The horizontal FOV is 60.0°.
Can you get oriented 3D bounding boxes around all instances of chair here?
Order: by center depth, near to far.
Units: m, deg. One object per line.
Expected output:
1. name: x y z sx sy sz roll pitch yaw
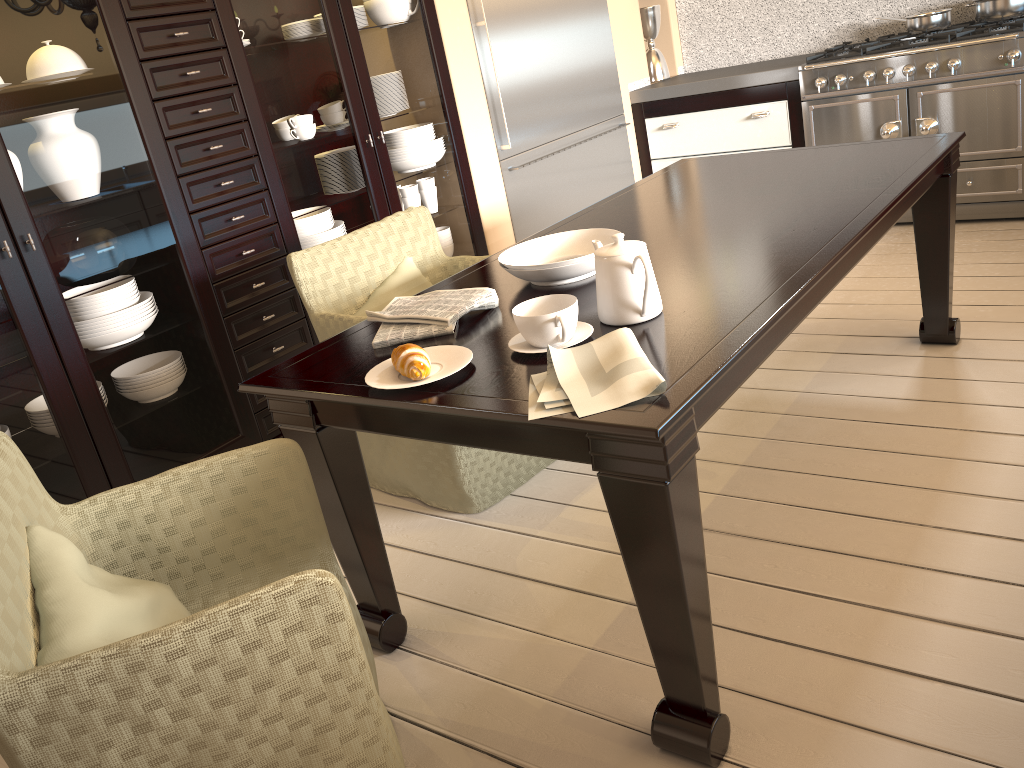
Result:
1. chair: -0.481 0.441 1.402 0.563 0.792 0.569 -17 20 -13
2. chair: -0.198 -0.071 2.561 0.562 0.792 0.569 7 27 43

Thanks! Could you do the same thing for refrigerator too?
1. refrigerator: -0.033 -1.432 4.305 0.742 1.714 1.115 3 25 37

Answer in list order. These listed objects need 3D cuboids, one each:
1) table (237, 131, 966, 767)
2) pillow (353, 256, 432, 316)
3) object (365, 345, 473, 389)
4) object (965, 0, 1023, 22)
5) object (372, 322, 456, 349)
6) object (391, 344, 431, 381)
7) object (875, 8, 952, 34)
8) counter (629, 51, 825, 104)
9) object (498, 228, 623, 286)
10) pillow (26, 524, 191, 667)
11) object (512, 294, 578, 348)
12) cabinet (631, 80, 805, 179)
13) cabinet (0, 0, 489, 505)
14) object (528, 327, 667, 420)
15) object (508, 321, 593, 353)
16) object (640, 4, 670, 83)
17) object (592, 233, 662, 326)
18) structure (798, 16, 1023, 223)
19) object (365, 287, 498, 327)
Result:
1. table: 0.464 -0.073 2.270 0.919 0.646 2.012 4 26 37
2. pillow: -0.294 -0.205 2.599 0.192 0.291 0.445 3 25 37
3. object: -0.163 -0.026 1.565 0.194 0.014 0.197 -6 22 15
4. object: 2.165 -1.683 3.882 0.265 0.144 0.268 -13 20 -2
5. object: -0.194 -0.132 1.855 0.164 0.026 0.234 -10 21 5
6. object: -0.177 -0.043 1.552 0.062 0.051 0.139 -24 24 -29
7. object: 1.899 -1.703 4.157 0.198 0.089 0.374 -15 21 -7
8. counter: 1.145 -1.590 4.587 0.897 0.061 0.606 5 26 37
9. object: 0.113 -0.278 1.989 0.281 0.065 0.285 2 25 32
10. pillow: -0.611 0.352 1.341 0.249 0.291 0.317 -26 24 -34
11. object: 0.067 -0.107 1.565 0.125 0.069 0.117 1 24 31
12. cabinet: 1.216 -1.224 4.705 0.897 0.716 0.643 4 26 37
13. cabinet: -1.193 -0.705 2.943 0.889 1.819 2.515 3 25 37
14. object: 0.116 -0.022 1.333 0.204 0.062 0.199 -11 21 2
15. object: 0.070 -0.079 1.577 0.154 0.012 0.155 -12 21 1
16. object: 0.771 -1.881 4.911 0.155 0.389 0.157 -2 22 27
17. object: 0.200 -0.198 1.612 0.198 0.154 0.119 8 28 43
18. structure: 1.910 -1.199 4.103 0.930 0.796 0.712 4 25 37
19. object: -0.168 -0.158 1.867 0.233 0.050 0.166 5 26 37
